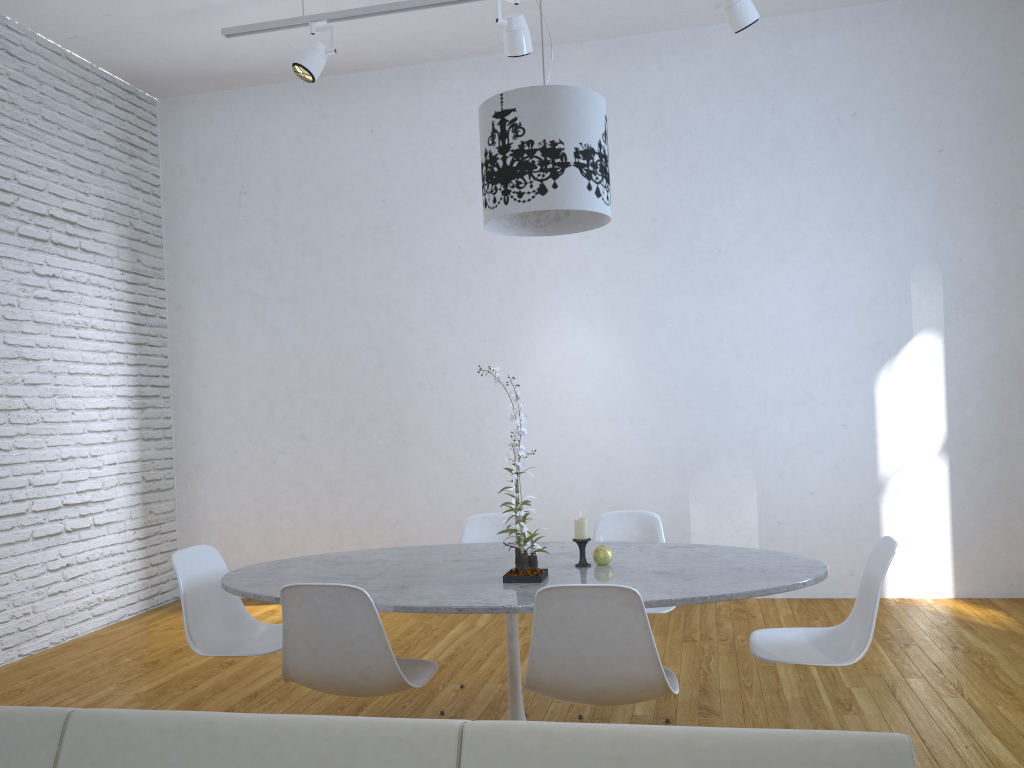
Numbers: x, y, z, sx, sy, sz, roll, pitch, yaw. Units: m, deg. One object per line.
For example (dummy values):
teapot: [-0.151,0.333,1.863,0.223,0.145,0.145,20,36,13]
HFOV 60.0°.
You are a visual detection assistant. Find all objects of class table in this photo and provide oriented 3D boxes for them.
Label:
table: [0.007,0.891,2.799,1.910,0.623,1.070,-3,-1,11]

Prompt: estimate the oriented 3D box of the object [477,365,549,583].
object: [0.032,0.259,2.616,0.166,0.638,0.202,-3,0,40]

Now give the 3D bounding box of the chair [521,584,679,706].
chair: [0.224,0.656,2.316,0.406,0.352,0.419,-3,-1,11]

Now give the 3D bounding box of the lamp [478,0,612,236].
lamp: [0.076,-1.270,2.773,0.399,1.538,0.400,-3,0,-21]

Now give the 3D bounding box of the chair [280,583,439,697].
chair: [-0.435,0.691,2.481,0.406,0.352,0.419,-3,-1,16]

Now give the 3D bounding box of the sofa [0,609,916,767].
sofa: [-0.586,0.834,0.421,5.338,0.679,9.723,-3,-2,12]

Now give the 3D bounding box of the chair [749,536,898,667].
chair: [0.909,0.632,2.606,0.419,0.352,0.405,-3,-1,14]

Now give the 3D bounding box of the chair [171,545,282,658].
chair: [-0.907,0.728,3.003,0.419,0.352,0.405,-3,-1,14]

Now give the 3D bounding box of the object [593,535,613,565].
object: [0.284,0.520,2.781,0.062,0.091,0.063,-2,0,-30]

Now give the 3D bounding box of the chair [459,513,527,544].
chair: [-0.100,0.703,3.449,0.406,0.352,0.419,-3,-1,10]

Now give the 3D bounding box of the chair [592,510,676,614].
chair: [0.419,0.675,3.323,0.406,0.352,0.419,-3,-1,15]

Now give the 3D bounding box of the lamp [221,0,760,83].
lamp: [0.095,-1.750,4.082,3.118,0.486,0.205,-3,0,10]

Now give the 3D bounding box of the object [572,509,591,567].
object: [0.218,0.480,2.767,0.059,0.176,0.059,-3,0,-3]
